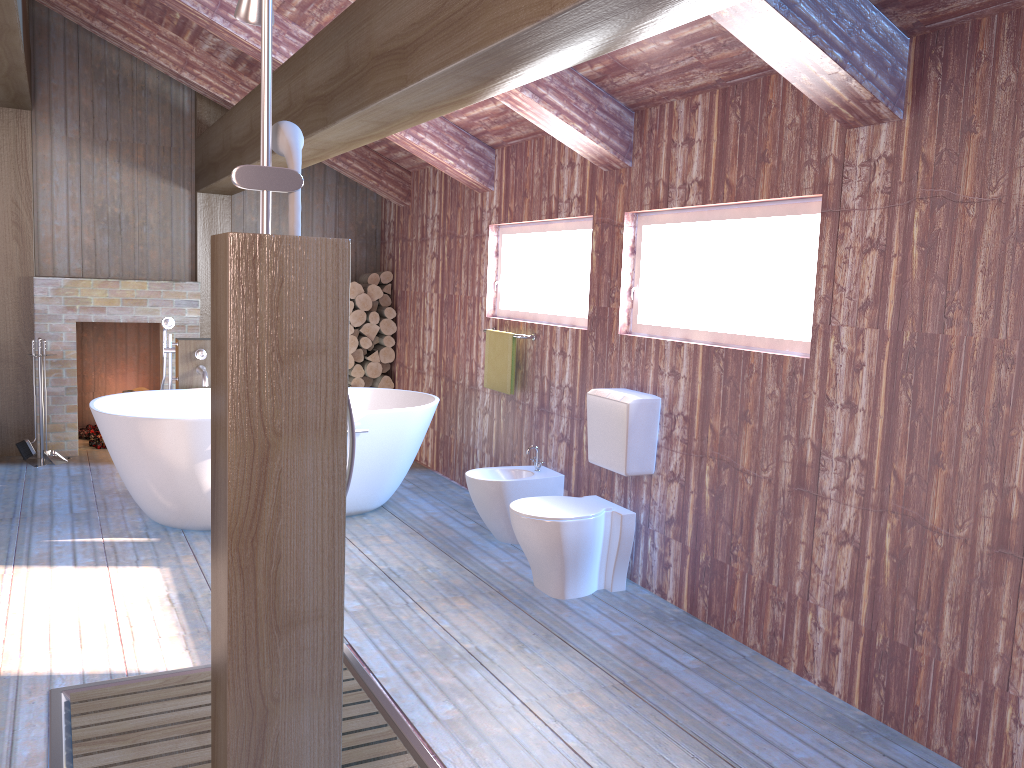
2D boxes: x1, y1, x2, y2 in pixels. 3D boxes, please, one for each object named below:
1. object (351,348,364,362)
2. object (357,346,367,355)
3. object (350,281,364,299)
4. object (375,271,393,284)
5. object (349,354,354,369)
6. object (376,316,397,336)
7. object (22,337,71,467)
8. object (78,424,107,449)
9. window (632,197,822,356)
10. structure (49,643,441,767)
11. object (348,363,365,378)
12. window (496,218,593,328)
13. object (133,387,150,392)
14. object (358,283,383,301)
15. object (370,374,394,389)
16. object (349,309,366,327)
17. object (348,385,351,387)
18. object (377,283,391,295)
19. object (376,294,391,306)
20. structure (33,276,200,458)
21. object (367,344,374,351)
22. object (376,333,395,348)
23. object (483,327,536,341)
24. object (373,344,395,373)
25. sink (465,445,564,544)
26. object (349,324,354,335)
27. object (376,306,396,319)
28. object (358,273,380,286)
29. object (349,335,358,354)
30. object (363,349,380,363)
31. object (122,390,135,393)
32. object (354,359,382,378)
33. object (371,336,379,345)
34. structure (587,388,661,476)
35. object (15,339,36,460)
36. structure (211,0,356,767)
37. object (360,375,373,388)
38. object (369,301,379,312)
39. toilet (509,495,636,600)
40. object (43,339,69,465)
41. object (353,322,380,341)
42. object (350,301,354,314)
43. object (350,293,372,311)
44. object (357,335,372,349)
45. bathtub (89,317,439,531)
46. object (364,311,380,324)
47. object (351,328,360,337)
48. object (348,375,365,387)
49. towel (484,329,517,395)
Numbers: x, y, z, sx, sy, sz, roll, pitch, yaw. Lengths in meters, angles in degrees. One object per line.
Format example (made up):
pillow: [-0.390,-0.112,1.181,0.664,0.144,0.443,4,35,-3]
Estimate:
object: [-1.319,-0.251,7.298,0.111,0.118,0.302,-1,7,-28]
object: [-1.257,-0.278,7.328,0.065,0.069,0.177,-1,7,-28]
object: [-1.339,-0.772,7.254,0.135,0.139,0.456,-1,7,-26]
object: [-1.089,-0.885,7.388,0.112,0.113,0.271,-1,7,-27]
object: [-1.429,-0.214,7.262,0.141,0.143,0.437,-1,8,-29]
object: [-1.102,-0.493,7.397,0.147,0.152,0.439,-1,7,-27]
object: [-3.344,0.113,6.246,0.276,0.888,0.333,4,7,15]
object: [-3.184,0.407,7.373,0.829,0.085,0.935,-4,9,-45]
window: [0.885,-0.458,3.751,0.054,0.587,1.255,-1,7,-26]
structure: [-0.853,1.086,2.717,1.000,0.067,1.000,-1,7,-27]
object: [-1.319,-0.123,7.303,0.114,0.113,0.301,-2,8,-29]
window: [0.203,-0.644,5.127,0.054,0.587,1.255,-1,7,-26]
object: [-3.048,0.255,7.319,0.140,0.459,0.266,1,7,-10]
object: [-1.198,-0.760,7.331,0.133,0.142,0.456,-1,7,-26]
object: [-1.139,-0.027,7.461,0.139,0.137,0.455,-1,8,-29]
object: [-1.328,-0.544,7.270,0.143,0.151,0.440,-1,7,-27]
object: [-1.415,0.038,7.301,0.115,0.112,0.423,-1,7,-27]
object: [-1.095,-0.802,7.413,0.081,0.100,0.281,-1,7,-27]
object: [-1.100,-0.704,7.407,0.107,0.115,0.269,-1,7,-26]
structure: [-2.955,-0.126,6.686,1.130,1.330,0.226,-1,7,-27]
object: [-1.203,-0.316,7.351,0.067,0.069,0.177,-1,7,-27]
object: [-1.097,-0.375,7.412,0.102,0.109,0.438,-1,7,-27]
object: [-0.033,-0.301,5.305,0.091,0.043,0.581,-1,7,-27]
object: [-1.117,-0.211,7.434,0.137,0.256,0.439,-1,7,-27]
sink: [-0.008,0.595,4.813,0.515,0.517,0.335,-1,7,-26]
object: [-1.400,-0.465,7.239,0.102,0.109,0.438,-1,7,-27]
object: [-1.084,-0.605,7.387,0.102,0.109,0.438,-1,7,-27]
object: [-1.184,-0.860,7.341,0.104,0.121,0.270,-1,7,-26]
object: [-1.387,-0.338,7.267,0.136,0.157,0.439,-1,7,-26]
object: [-1.213,-0.254,7.368,0.115,0.112,0.423,-1,7,-27]
object: [-3.041,0.269,7.067,0.098,0.434,0.283,-1,8,-29]
object: [-1.221,-0.138,7.388,0.137,0.133,0.437,-1,8,-29]
object: [-1.172,-0.379,7.423,0.088,0.092,0.280,-1,7,-26]
structure: [0.508,0.216,4.132,0.182,0.363,0.358,-1,7,-26]
object: [-3.383,0.111,6.167,0.062,0.846,0.136,9,9,44]
structure: [-0.546,0.045,2.118,0.328,2.209,0.522,1,7,-7]
object: [-1.278,-0.033,7.478,0.118,0.106,0.319,-2,8,-29]
object: [-1.227,-0.655,7.421,0.132,0.119,0.319,-1,7,-26]
toilet: [0.239,0.751,4.072,0.534,0.400,0.375,-1,7,-26]
object: [-3.248,0.122,6.224,0.206,0.871,0.126,4,7,16]
object: [-1.250,-0.446,7.356,0.172,0.151,0.482,-1,7,-26]
object: [-1.420,-0.633,7.230,0.139,0.148,0.458,-1,7,-27]
object: [-1.288,-0.680,7.273,0.141,0.143,0.437,-1,8,-29]
object: [-1.271,-0.362,7.322,0.102,0.109,0.438,-1,7,-27]
bathtub: [-1.396,0.204,5.191,1.935,1.109,1.460,2,7,-5]
object: [-1.203,-0.559,7.330,0.089,0.106,0.437,-1,7,-26]
object: [-1.327,-0.417,7.263,0.095,0.090,0.278,-1,7,-26]
object: [-1.319,-0.015,7.313,0.116,0.117,0.289,-2,8,-29]
towel: [-0.073,-0.136,5.312,0.032,0.361,0.370,-1,7,-27]
